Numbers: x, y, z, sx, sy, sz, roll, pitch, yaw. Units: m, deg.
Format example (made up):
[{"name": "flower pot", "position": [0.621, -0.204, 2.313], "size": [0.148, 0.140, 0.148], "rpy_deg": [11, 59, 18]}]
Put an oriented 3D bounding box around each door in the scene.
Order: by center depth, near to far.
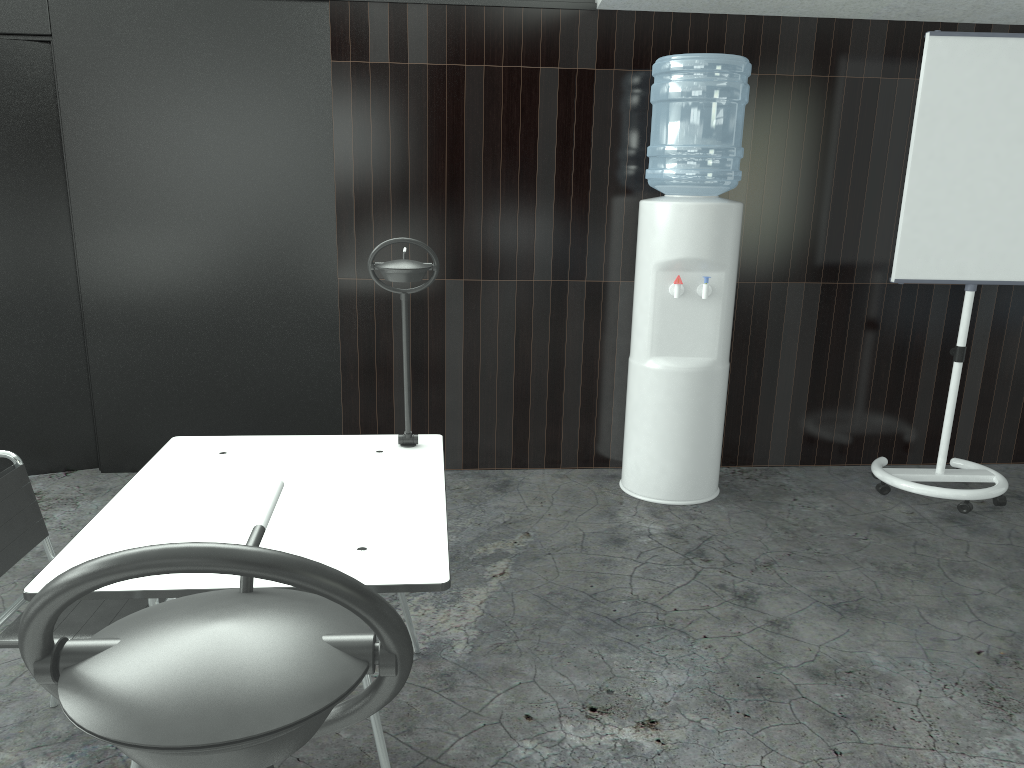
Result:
[{"name": "door", "position": [-2.278, -0.519, 3.611], "size": [0.940, 2.020, 0.365], "rpy_deg": [0, 15, -5]}]

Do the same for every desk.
[{"name": "desk", "position": [-0.380, 0.721, 0.381], "size": [0.700, 1.321, 0.900], "rpy_deg": [0, 15, -4]}, {"name": "desk", "position": [-0.493, 0.320, 1.918], "size": [0.700, 1.321, 0.900], "rpy_deg": [0, 15, -5]}]

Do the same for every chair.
[{"name": "chair", "position": [-0.921, 0.584, 1.961], "size": [0.555, 0.765, 0.428], "rpy_deg": [0, 15, -4]}]

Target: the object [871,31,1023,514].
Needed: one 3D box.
[{"name": "object", "position": [1.899, -0.480, 3.667], "size": [0.553, 2.091, 0.560], "rpy_deg": [-12, 19, -40]}]

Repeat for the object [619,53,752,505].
[{"name": "object", "position": [0.713, -0.442, 3.669], "size": [0.436, 1.967, 0.436], "rpy_deg": [-3, 15, -15]}]
